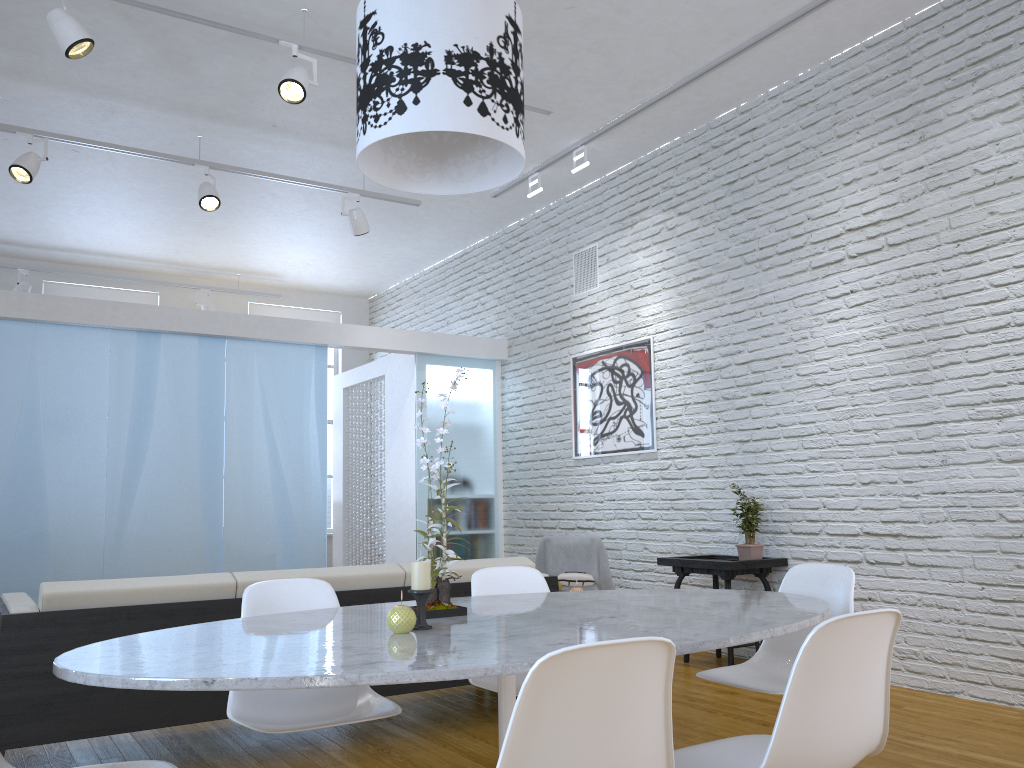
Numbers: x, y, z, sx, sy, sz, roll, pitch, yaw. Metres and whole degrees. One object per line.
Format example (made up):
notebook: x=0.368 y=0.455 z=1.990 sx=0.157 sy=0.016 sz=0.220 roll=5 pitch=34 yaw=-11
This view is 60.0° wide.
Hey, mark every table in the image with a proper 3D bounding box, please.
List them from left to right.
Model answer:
table: x=-0.009 y=0.866 z=2.068 sx=1.911 sy=0.620 sz=1.074 roll=4 pitch=-9 yaw=-33
table: x=1.168 y=1.256 z=4.911 sx=0.440 sy=0.576 sz=0.565 roll=3 pitch=-8 yaw=-32

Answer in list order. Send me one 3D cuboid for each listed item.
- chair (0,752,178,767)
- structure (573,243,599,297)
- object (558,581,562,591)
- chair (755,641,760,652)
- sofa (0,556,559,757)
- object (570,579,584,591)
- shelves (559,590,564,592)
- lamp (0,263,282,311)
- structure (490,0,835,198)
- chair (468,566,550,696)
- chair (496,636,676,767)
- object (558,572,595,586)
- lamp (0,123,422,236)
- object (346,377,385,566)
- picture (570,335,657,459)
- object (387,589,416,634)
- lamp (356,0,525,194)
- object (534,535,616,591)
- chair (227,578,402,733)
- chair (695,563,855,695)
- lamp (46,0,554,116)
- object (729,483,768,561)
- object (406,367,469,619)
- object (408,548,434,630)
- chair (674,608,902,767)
chair: x=-0.801 y=0.603 z=1.591 sx=0.419 sy=0.350 sz=0.407 roll=3 pitch=-8 yaw=-30
structure: x=0.544 y=-0.832 z=6.507 sx=0.010 sy=0.333 sz=0.309 roll=3 pitch=-8 yaw=-32
object: x=0.168 y=0.978 z=4.277 sx=0.146 sy=0.090 sz=0.147 roll=-2 pitch=-7 yaw=9
chair: x=1.387 y=1.290 z=4.560 sx=0.262 sy=0.406 sz=0.262 roll=-6 pitch=-8 yaw=39
sofa: x=-1.246 y=1.158 z=4.172 sx=5.341 sy=0.676 sz=9.752 roll=4 pitch=-9 yaw=-32
object: x=0.293 y=0.931 z=4.000 sx=0.071 sy=0.103 sz=0.071 roll=0 pitch=-7 yaw=-5
shelves: x=0.223 y=1.247 z=4.261 sx=0.349 sy=0.449 sz=0.732 roll=3 pitch=-8 yaw=-32
lamp: x=-3.689 y=-0.910 z=8.237 sx=3.121 sy=0.485 sz=0.198 roll=4 pitch=-8 yaw=-34
structure: x=0.891 y=-1.589 z=5.050 sx=0.053 sy=0.182 sz=3.917 roll=3 pitch=-9 yaw=-32
chair: x=0.075 y=0.727 z=2.616 sx=0.406 sy=0.350 sz=0.420 roll=3 pitch=-8 yaw=-28
chair: x=0.051 y=0.565 z=1.423 sx=0.406 sy=0.350 sz=0.420 roll=3 pitch=-8 yaw=-29
object: x=0.396 y=1.212 z=5.524 sx=0.232 sy=0.085 sz=0.225 roll=-2 pitch=-8 yaw=4
lamp: x=-1.974 y=-1.313 z=5.515 sx=3.120 sy=0.485 sz=0.205 roll=4 pitch=-8 yaw=-34
object: x=-1.287 y=0.974 z=7.888 sx=0.051 sy=2.009 sz=0.925 roll=3 pitch=-7 yaw=-32
picture: x=0.688 y=0.117 z=6.182 sx=0.010 sy=0.766 sz=0.923 roll=3 pitch=-8 yaw=-32
object: x=-0.238 y=0.490 z=1.913 sx=0.063 sy=0.091 sz=0.063 roll=-3 pitch=-7 yaw=15
lamp: x=-0.181 y=-1.281 z=2.187 sx=0.400 sy=1.533 sz=0.400 roll=-4 pitch=-7 yaw=24
object: x=0.375 y=1.308 z=5.595 sx=0.645 sy=0.685 sz=0.637 roll=-2 pitch=-7 yaw=6
chair: x=-0.513 y=0.691 z=2.275 sx=0.406 sy=0.350 sz=0.420 roll=4 pitch=-8 yaw=-33
chair: x=0.777 y=0.709 z=2.574 sx=0.419 sy=0.350 sz=0.407 roll=3 pitch=-8 yaw=-30
lamp: x=-1.105 y=-1.526 z=4.071 sx=3.120 sy=0.485 sz=0.223 roll=4 pitch=-8 yaw=-32
object: x=1.308 y=0.766 z=4.909 sx=0.175 sy=0.435 sz=0.238 roll=0 pitch=-6 yaw=-8
object: x=-0.186 y=0.262 z=2.224 sx=0.166 sy=0.636 sz=0.203 roll=-1 pitch=-6 yaw=-4
object: x=-0.202 y=0.454 z=1.971 sx=0.059 sy=0.176 sz=0.059 roll=-7 pitch=-8 yaw=43
chair: x=0.510 y=0.593 z=1.695 sx=0.406 sy=0.350 sz=0.420 roll=4 pitch=-8 yaw=-34
